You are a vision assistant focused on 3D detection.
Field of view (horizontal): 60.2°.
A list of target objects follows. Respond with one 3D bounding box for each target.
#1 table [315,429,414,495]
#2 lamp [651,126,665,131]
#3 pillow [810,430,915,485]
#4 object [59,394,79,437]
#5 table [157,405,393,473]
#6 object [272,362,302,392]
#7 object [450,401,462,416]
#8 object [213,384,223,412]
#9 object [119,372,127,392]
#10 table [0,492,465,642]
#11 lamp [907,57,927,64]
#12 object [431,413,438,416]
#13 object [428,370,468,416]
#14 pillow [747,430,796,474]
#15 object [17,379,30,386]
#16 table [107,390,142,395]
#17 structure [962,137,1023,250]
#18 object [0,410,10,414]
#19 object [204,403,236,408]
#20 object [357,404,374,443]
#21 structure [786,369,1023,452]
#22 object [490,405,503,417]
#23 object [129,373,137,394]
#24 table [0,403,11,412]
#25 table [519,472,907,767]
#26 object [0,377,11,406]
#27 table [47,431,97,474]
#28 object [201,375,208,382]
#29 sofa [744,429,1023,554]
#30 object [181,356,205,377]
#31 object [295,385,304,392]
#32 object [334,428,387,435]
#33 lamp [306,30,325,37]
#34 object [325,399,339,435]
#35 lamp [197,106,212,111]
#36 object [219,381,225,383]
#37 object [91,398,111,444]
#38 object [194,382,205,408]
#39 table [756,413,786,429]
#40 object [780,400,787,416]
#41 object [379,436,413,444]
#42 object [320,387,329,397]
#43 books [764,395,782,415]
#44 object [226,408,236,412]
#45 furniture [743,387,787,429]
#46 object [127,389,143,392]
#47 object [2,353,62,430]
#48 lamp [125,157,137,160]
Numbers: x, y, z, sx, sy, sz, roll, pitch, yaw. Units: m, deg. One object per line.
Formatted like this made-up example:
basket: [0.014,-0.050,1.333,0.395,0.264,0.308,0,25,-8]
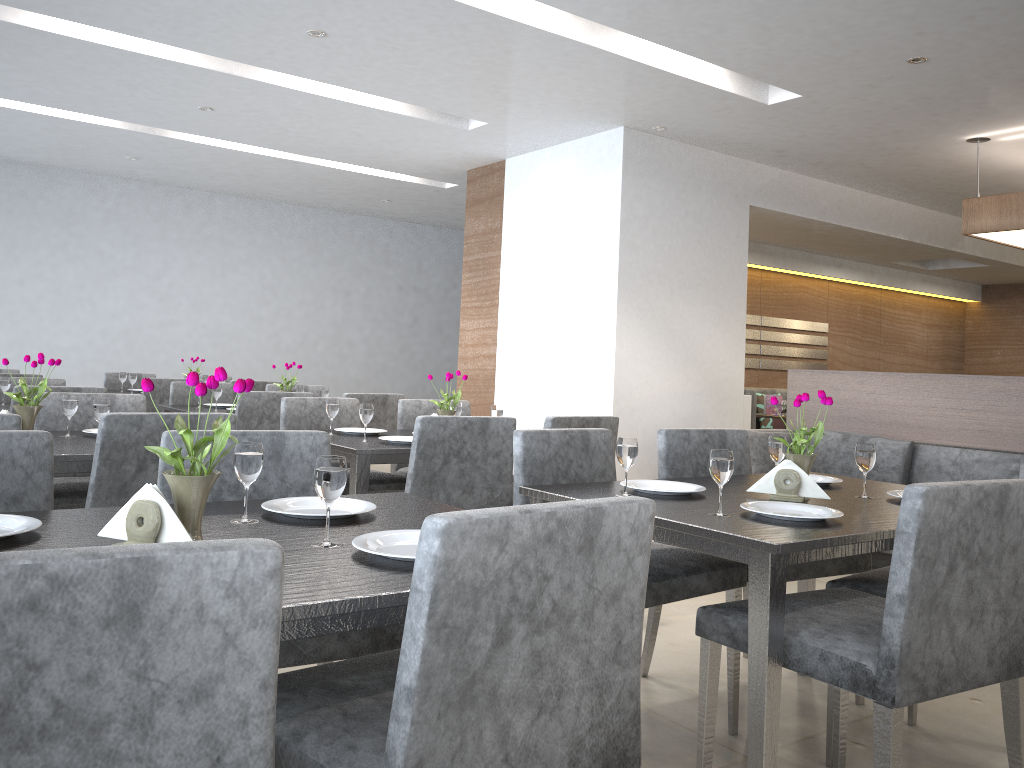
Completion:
table: [-0.288,0.536,3.603,1.186,0.637,0.777,3,-1,-36]
lamp: [0.935,-1.631,5.646,0.089,0.007,0.089,3,1,9]
pillow: [1.953,0.439,5.027,0.180,0.321,0.638,4,-1,-36]
object: [-1.474,0.105,2.945,0.053,0.140,0.053,2,-3,6]
table: [-1.298,0.465,4.983,1.186,0.637,0.777,3,-1,-36]
object: [-1.269,0.010,4.992,0.154,0.277,0.104,5,-3,-39]
object: [-0.245,0.146,3.821,0.053,0.140,0.053,2,-3,12]
object: [-1.543,0.072,4.620,0.053,0.140,0.053,2,-3,12]
object: [-2.780,-0.014,6.309,0.053,0.140,0.053,2,-3,12]
table: [-0.512,0.565,1.345,1.186,0.637,0.777,3,-1,-36]
lamp: [1.950,-1.559,4.259,0.089,0.007,0.089,3,1,9]
object: [-0.312,0.167,3.565,0.203,0.100,0.070,3,-2,24]
object: [-0.259,0.080,3.612,0.154,0.277,0.104,5,-3,-39]
pillow: [1.536,0.424,5.184,0.558,0.307,0.188,3,-2,-35]
object: [-2.303,0.046,4.158,0.053,0.140,0.053,2,-3,12]
table: [-2.350,0.392,6.419,1.186,0.637,0.777,3,-1,-36]
structure: [4.539,-1.164,5.309,2.440,0.621,2.443,2,1,-36]
object: [-1.536,0.127,2.673,0.203,0.100,0.070,3,-2,24]
object: [-1.627,0.124,4.990,0.217,0.015,0.216,3,1,34]
object: [-0.538,0.143,3.246,0.053,0.140,0.053,2,-3,6]
structure: [2.966,0.487,4.242,0.223,1.011,3.774,5,-1,-36]
object: [-0.064,0.157,3.655,0.053,0.140,0.053,2,-3,12]
object: [-2.607,-0.002,6.073,0.053,0.140,0.053,2,-3,12]
table: [-2.521,0.425,4.091,1.186,0.637,0.777,3,-1,-36]
table: [0.711,0.606,2.238,1.186,0.637,0.777,3,-1,-36]
object: [-2.483,0.034,4.324,0.053,0.140,0.053,2,-3,12]
table: [-1.512,0.495,2.711,1.186,0.637,0.777,3,-1,-36]
object: [-2.314,0.001,6.648,0.053,0.140,0.053,2,-3,12]
sofa: [2.540,0.666,3.919,0.833,0.630,3.799,3,0,-36]
object: [-2.320,-0.064,6.428,0.154,0.277,0.104,5,-3,-39]
object: [-1.250,0.076,5.194,0.053,0.140,0.053,2,-3,12]
object: [-0.617,0.195,3.610,0.217,0.015,0.216,3,1,10]
lamp: [-0.949,-1.693,4.272,0.089,0.007,0.089,3,1,9]
object: [-0.710,0.131,3.481,0.053,0.140,0.053,2,-3,12]
lamp: [-1.970,-1.765,5.668,0.089,0.007,0.089,3,1,9]
object: [-2.134,0.013,6.483,0.053,0.140,0.053,2,-3,12]
object: [-1.294,0.116,2.779,0.053,0.140,0.053,2,-3,6]
object: [-1.715,0.060,4.855,0.053,0.140,0.053,2,-3,12]
table: [2.151,0.577,7.074,0.504,0.657,0.506,4,-2,-36]
object: [2.178,0.191,7.008,0.094,0.126,0.107,2,-2,7]
object: [-0.390,0.211,3.299,0.216,0.015,0.217,2,1,-36]
object: [-1.070,0.087,5.029,0.053,0.140,0.053,2,-3,12]
books: [2.075,0.169,7.140,0.143,0.165,0.157,3,-1,-16]
object: [-1.399,0.140,4.679,0.217,0.015,0.216,3,1,34]
furniture: [4.400,0.578,7.225,5.633,0.856,4.258,2,1,-36]
object: [-2.678,0.050,6.426,0.216,0.015,0.217,2,1,-21]
object: [-1.482,0.040,2.720,0.154,0.277,0.104,5,-3,-39]
lamp: [-3.115,-1.845,7.231,0.089,0.007,0.089,3,1,9]
